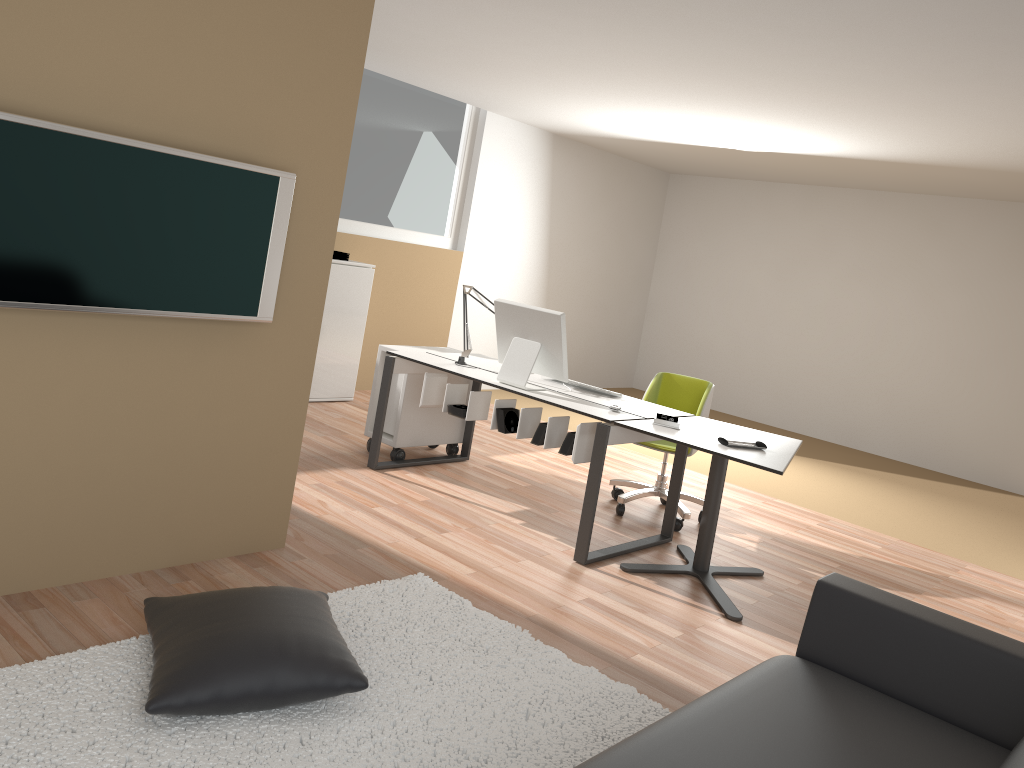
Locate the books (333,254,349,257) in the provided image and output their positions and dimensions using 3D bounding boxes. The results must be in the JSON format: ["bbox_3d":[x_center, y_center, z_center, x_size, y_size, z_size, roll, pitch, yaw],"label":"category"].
[{"bbox_3d":[-1.399,-1.010,6.827,0.159,0.006,0.221,17,11,41],"label":"books"}]

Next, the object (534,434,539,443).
[{"bbox_3d":[0.174,0.248,4.396,0.041,0.113,0.132,12,6,40],"label":"object"}]

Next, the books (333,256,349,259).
[{"bbox_3d":[-1.403,-0.994,6.828,0.159,0.006,0.221,16,11,38],"label":"books"}]

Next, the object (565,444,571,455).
[{"bbox_3d":[0.321,0.293,4.266,0.041,0.113,0.132,12,6,40],"label":"object"}]

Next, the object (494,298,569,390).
[{"bbox_3d":[0.088,-0.201,4.648,0.473,0.429,0.196,14,5,40],"label":"object"}]

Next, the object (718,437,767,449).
[{"bbox_3d":[1.041,0.268,3.980,0.214,0.030,0.091,7,8,-19],"label":"object"}]

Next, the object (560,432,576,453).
[{"bbox_3d":[0.298,0.285,4.286,0.040,0.113,0.132,12,6,40],"label":"object"}]

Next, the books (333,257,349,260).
[{"bbox_3d":[-1.403,-0.988,6.829,0.159,0.006,0.221,17,11,39],"label":"books"}]

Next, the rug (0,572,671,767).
[{"bbox_3d":[-0.492,0.950,2.393,1.470,0.045,2.016,17,11,40],"label":"rug"}]

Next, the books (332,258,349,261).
[{"bbox_3d":[-1.405,-0.978,6.828,0.159,0.007,0.221,17,11,39],"label":"books"}]

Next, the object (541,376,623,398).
[{"bbox_3d":[0.318,0.031,4.864,0.462,0.079,0.386,16,10,35],"label":"object"}]

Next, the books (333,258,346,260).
[{"bbox_3d":[-1.404,-0.983,6.829,0.159,0.006,0.221,17,11,39],"label":"books"}]

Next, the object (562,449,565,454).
[{"bbox_3d":[0.307,0.288,4.278,0.041,0.113,0.132,12,6,40],"label":"object"}]

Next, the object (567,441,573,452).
[{"bbox_3d":[0.324,0.293,4.264,0.040,0.113,0.132,12,6,40],"label":"object"}]

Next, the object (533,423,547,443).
[{"bbox_3d":[0.170,0.246,4.399,0.040,0.113,0.132,12,6,40],"label":"object"}]

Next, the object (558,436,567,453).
[{"bbox_3d":[0.290,0.283,4.293,0.041,0.113,0.132,12,6,40],"label":"object"}]

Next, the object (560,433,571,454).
[{"bbox_3d":[0.300,0.286,4.284,0.041,0.113,0.132,12,6,40],"label":"object"}]

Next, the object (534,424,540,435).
[{"bbox_3d":[0.158,0.243,4.410,0.041,0.113,0.132,12,6,40],"label":"object"}]

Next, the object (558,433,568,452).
[{"bbox_3d":[0.288,0.283,4.295,0.041,0.113,0.132,12,6,40],"label":"object"}]

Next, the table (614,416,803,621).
[{"bbox_3d":[1.010,0.596,4.188,0.821,0.684,0.922,14,7,37],"label":"table"}]

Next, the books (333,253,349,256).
[{"bbox_3d":[-1.399,-1.021,6.830,0.159,0.008,0.221,17,11,39],"label":"books"}]

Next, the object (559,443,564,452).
[{"bbox_3d":[0.292,0.284,4.292,0.041,0.113,0.132,12,6,40],"label":"object"}]

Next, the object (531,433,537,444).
[{"bbox_3d":[0.163,0.245,4.405,0.041,0.113,0.132,12,6,40],"label":"object"}]

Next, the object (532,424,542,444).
[{"bbox_3d":[0.167,0.246,4.402,0.041,0.113,0.132,12,6,40],"label":"object"}]

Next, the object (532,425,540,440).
[{"bbox_3d":[0.160,0.244,4.408,0.041,0.113,0.132,12,6,40],"label":"object"}]

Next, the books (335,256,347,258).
[{"bbox_3d":[-1.401,-0.999,6.829,0.159,0.006,0.221,17,11,39],"label":"books"}]

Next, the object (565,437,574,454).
[{"bbox_3d":[0.319,0.292,4.268,0.041,0.113,0.132,12,6,40],"label":"object"}]

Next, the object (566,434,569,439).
[{"bbox_3d":[0.295,0.285,4.289,0.041,0.113,0.132,12,6,40],"label":"object"}]

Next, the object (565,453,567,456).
[{"bbox_3d":[0.322,0.293,4.265,0.041,0.113,0.132,12,6,40],"label":"object"}]

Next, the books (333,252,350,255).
[{"bbox_3d":[-1.394,-1.026,6.829,0.159,0.007,0.221,17,11,39],"label":"books"}]

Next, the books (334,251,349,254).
[{"bbox_3d":[-1.394,-1.031,6.830,0.159,0.006,0.221,17,11,39],"label":"books"}]

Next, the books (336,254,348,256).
[{"bbox_3d":[-1.400,-1.016,6.830,0.159,0.008,0.221,17,11,39],"label":"books"}]

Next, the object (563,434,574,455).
[{"bbox_3d":[0.314,0.291,4.272,0.041,0.113,0.132,12,6,40],"label":"object"}]

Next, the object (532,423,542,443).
[{"bbox_3d":[0.165,0.245,4.403,0.041,0.113,0.132,12,6,40],"label":"object"}]

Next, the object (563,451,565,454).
[{"bbox_3d":[0.312,0.290,4.274,0.040,0.113,0.132,12,6,40],"label":"object"}]

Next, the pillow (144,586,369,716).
[{"bbox_3d":[-0.776,0.768,2.606,0.578,0.208,0.619,6,9,-24],"label":"pillow"}]

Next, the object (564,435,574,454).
[{"bbox_3d":[0.315,0.291,4.271,0.041,0.113,0.132,12,6,40],"label":"object"}]

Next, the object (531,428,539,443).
[{"bbox_3d":[0.162,0.244,4.407,0.041,0.113,0.132,12,6,40],"label":"object"}]

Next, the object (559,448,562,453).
[{"bbox_3d":[0.293,0.284,4.290,0.041,0.113,0.132,12,6,40],"label":"object"}]

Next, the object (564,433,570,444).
[{"bbox_3d":[0.297,0.285,4.287,0.041,0.113,0.132,12,6,40],"label":"object"}]

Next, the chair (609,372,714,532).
[{"bbox_3d":[0.925,0.371,5.213,0.625,0.806,0.599,11,4,15],"label":"chair"}]

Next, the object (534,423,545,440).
[{"bbox_3d":[0.168,0.246,4.401,0.040,0.113,0.132,12,6,40],"label":"object"}]

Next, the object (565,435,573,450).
[{"bbox_3d":[0.312,0.290,4.274,0.041,0.113,0.132,12,6,40],"label":"object"}]

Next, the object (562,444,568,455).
[{"bbox_3d":[0.310,0.289,4.276,0.040,0.113,0.132,12,6,40],"label":"object"}]

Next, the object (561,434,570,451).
[{"bbox_3d":[0.298,0.286,4.286,0.041,0.113,0.132,12,6,40],"label":"object"}]

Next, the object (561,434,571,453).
[{"bbox_3d":[0.302,0.287,4.283,0.041,0.113,0.132,12,6,40],"label":"object"}]

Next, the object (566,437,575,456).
[{"bbox_3d":[0.324,0.294,4.263,0.041,0.113,0.132,12,6,40],"label":"object"}]

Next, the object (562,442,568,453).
[{"bbox_3d":[0.305,0.288,4.280,0.041,0.113,0.132,12,6,40],"label":"object"}]

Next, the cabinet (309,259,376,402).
[{"bbox_3d":[-1.780,-0.435,6.470,0.422,1.078,1.516,12,6,40],"label":"cabinet"}]

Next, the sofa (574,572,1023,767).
[{"bbox_3d":[0.486,0.856,1.385,0.965,0.829,2.248,14,9,40],"label":"sofa"}]

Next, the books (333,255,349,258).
[{"bbox_3d":[-1.400,-1.005,6.829,0.159,0.006,0.221,17,11,39],"label":"books"}]

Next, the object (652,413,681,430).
[{"bbox_3d":[0.739,0.173,4.182,0.131,0.055,0.049,12,5,16],"label":"object"}]

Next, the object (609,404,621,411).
[{"bbox_3d":[0.513,0.117,4.371,0.047,0.021,0.084,12,9,19],"label":"object"}]
